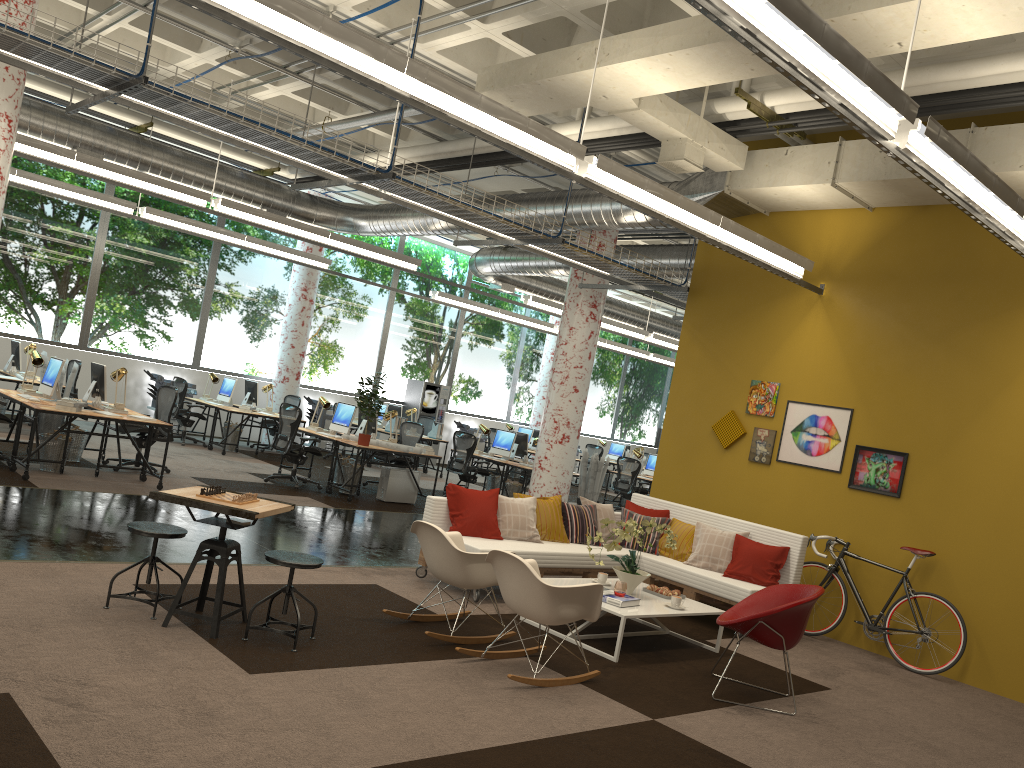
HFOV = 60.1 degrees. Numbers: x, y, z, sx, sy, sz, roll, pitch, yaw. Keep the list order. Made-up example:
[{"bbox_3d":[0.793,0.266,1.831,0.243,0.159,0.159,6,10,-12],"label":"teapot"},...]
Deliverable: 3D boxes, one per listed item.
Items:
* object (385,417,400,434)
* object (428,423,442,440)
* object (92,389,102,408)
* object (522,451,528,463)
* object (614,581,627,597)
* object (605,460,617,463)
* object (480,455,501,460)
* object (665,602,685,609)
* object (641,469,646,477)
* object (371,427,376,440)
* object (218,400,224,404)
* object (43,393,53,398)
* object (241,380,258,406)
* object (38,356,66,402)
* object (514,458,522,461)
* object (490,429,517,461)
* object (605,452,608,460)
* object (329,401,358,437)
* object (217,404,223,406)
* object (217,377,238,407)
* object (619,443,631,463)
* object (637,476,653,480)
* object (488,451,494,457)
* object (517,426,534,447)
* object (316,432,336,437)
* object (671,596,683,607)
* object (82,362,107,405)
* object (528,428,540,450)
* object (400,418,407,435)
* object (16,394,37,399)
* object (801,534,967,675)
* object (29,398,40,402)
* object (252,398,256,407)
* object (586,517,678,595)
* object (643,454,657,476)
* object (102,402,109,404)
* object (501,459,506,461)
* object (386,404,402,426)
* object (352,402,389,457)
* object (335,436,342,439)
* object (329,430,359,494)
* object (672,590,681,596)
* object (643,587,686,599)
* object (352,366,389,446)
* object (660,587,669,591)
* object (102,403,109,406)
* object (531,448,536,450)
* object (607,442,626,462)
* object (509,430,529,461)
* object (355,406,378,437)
[{"bbox_3d":[-2.208,0.759,16.496,0.151,0.302,0.279,10,1,-43],"label":"object"},{"bbox_3d":[-1.477,0.915,17.185,0.151,0.302,0.279,10,1,-43],"label":"object"},{"bbox_3d":[-4.709,0.164,10.066,0.101,0.209,0.101,11,1,2],"label":"object"},{"bbox_3d":[0.234,1.220,14.850,0.101,0.209,0.101,11,1,2],"label":"object"},{"bbox_3d":[0.798,1.510,6.517,0.094,0.106,0.094,11,0,8],"label":"object"},{"bbox_3d":[2.408,1.919,22.089,0.119,0.017,0.436,12,-2,-43],"label":"object"},{"bbox_3d":[-0.350,1.196,14.457,0.119,0.017,0.436,12,-2,-43],"label":"object"},{"bbox_3d":[1.236,1.688,6.716,0.160,0.020,0.161,10,-2,11],"label":"object"},{"bbox_3d":[2.607,1.736,17.512,0.101,0.209,0.101,11,1,2],"label":"object"},{"bbox_3d":[-1.982,0.723,12.667,0.101,0.209,0.101,11,1,2],"label":"object"},{"bbox_3d":[-5.068,0.242,15.455,0.101,0.209,0.101,11,1,2],"label":"object"},{"bbox_3d":[-5.279,0.058,10.092,0.101,0.209,0.101,11,1,2],"label":"object"},{"bbox_3d":[-4.653,0.187,15.715,0.190,0.486,0.481,10,1,-43],"label":"object"},{"bbox_3d":[-5.073,-0.052,9.800,0.190,0.486,0.481,10,1,-43],"label":"object"},{"bbox_3d":[0.213,1.324,15.273,0.119,0.017,0.436,12,-2,-43],"label":"object"},{"bbox_3d":[-0.129,1.004,14.583,0.190,0.486,0.481,10,1,-43],"label":"object"},{"bbox_3d":[2.422,1.837,22.507,0.101,0.209,0.101,11,1,2],"label":"object"},{"bbox_3d":[-2.346,0.507,12.401,0.190,0.486,0.481,10,1,-43],"label":"object"},{"bbox_3d":[-4.867,0.352,14.792,0.107,0.029,0.059,12,-1,-42],"label":"object"},{"bbox_3d":[-4.861,0.133,15.164,0.190,0.486,0.481,10,1,-43],"label":"object"},{"bbox_3d":[2.837,1.781,22.767,0.190,0.486,0.481,10,1,-43],"label":"object"},{"bbox_3d":[2.593,1.819,17.094,0.119,0.017,0.436,12,-2,-43],"label":"object"},{"bbox_3d":[-0.336,1.114,14.875,0.101,0.209,0.101,11,1,2],"label":"object"},{"bbox_3d":[0.280,1.227,20.004,0.190,0.486,0.481,10,1,-43],"label":"object"},{"bbox_3d":[-2.567,0.700,12.274,0.119,0.017,0.436,12,-2,-43],"label":"object"},{"bbox_3d":[1.247,1.651,6.716,0.086,0.085,0.079,11,0,-14],"label":"object"},{"bbox_3d":[-4.865,0.002,10.351,0.190,0.486,0.481,10,1,-43],"label":"object"},{"bbox_3d":[0.488,1.281,20.555,0.190,0.486,0.481,10,1,-43],"label":"object"},{"bbox_3d":[-2.101,0.782,16.597,0.151,0.302,0.279,10,1,-43],"label":"object"},{"bbox_3d":[-5.293,0.140,9.673,0.119,0.017,0.436,12,-2,-43],"label":"object"},{"bbox_3d":[3.204,1.905,7.961,0.403,1.041,1.727,10,0,-37],"label":"object"},{"bbox_3d":[-5.079,0.167,9.428,0.107,0.029,0.059,12,-1,-42],"label":"object"},{"bbox_3d":[-4.497,0.349,15.430,0.101,0.209,0.101,11,1,2],"label":"object"},{"bbox_3d":[0.940,1.335,6.928,0.791,0.616,0.415,11,0,-30],"label":"object"},{"bbox_3d":[2.814,1.627,17.220,0.190,0.486,0.481,10,1,-43],"label":"object"},{"bbox_3d":[-4.942,0.228,10.735,0.107,0.029,0.059,12,-1,-42],"label":"object"},{"bbox_3d":[-0.136,1.223,14.211,0.107,0.029,0.059,12,-1,-42],"label":"object"},{"bbox_3d":[-2.394,0.667,17.842,0.190,0.486,0.481,10,1,-43],"label":"object"},{"bbox_3d":[-2.865,0.939,17.518,0.191,1.210,1.072,9,1,-42],"label":"object"},{"bbox_3d":[-2.353,0.726,12.029,0.107,0.029,0.059,12,-1,-42],"label":"object"},{"bbox_3d":[-2.350,1.017,12.452,0.844,0.934,0.105,11,1,42],"label":"object"},{"bbox_3d":[1.333,1.698,7.181,0.072,0.062,0.136,11,-1,5],"label":"object"},{"bbox_3d":[1.232,1.697,7.178,0.268,0.026,0.266,12,-2,-43],"label":"object"},{"bbox_3d":[-1.878,0.273,11.606,0.511,1.079,0.440,11,1,38],"label":"object"},{"bbox_3d":[1.256,1.687,7.245,0.064,0.055,0.120,11,-1,-20],"label":"object"},{"bbox_3d":[-4.730,0.268,10.490,0.119,0.017,0.436,12,-2,-43],"label":"object"},{"bbox_3d":[0.623,1.547,20.694,0.119,0.017,0.436,12,-2,-43],"label":"object"},{"bbox_3d":[2.629,1.727,22.215,0.190,0.486,0.481,10,1,-43],"label":"object"},{"bbox_3d":[0.078,1.058,15.135,0.190,0.486,0.481,10,1,-43],"label":"object"},{"bbox_3d":[-2.138,0.561,12.952,0.190,0.486,0.481,10,1,-43],"label":"object"}]
